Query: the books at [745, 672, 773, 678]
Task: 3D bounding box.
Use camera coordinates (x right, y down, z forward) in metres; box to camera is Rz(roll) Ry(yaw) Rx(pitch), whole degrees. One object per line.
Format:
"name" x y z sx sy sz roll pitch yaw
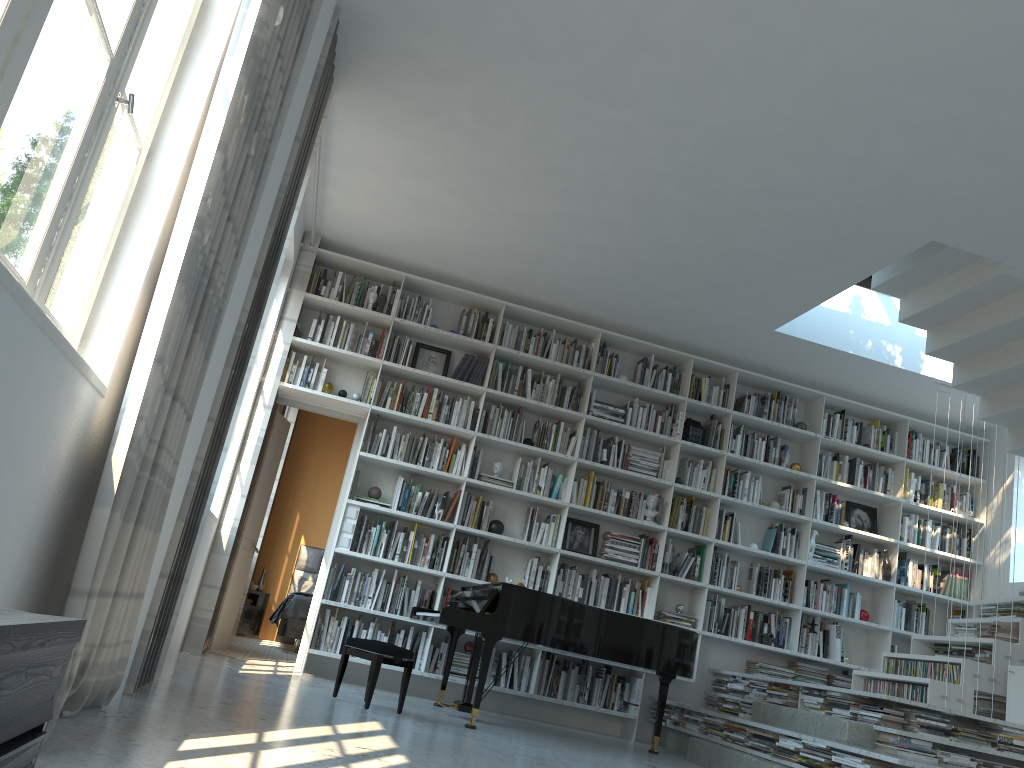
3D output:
"books" 2.104 2.400 7.250 0.346 0.007 0.194 14 -17 -5

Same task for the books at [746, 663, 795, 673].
"books" 2.121 2.333 7.279 0.346 0.007 0.194 14 -17 -8

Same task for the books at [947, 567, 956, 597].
"books" 3.840 1.762 7.832 0.033 0.293 0.169 15 -16 -10

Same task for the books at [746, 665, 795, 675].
"books" 2.118 2.347 7.275 0.346 0.007 0.194 14 -17 -8

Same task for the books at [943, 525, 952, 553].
"books" 3.863 1.409 7.925 0.012 0.282 0.152 15 -16 -10

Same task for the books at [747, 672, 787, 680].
"books" 2.105 2.394 7.255 0.308 0.008 0.195 14 -17 -6

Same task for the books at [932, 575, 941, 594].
"books" 3.680 1.769 7.771 0.024 0.180 0.191 15 -16 -10

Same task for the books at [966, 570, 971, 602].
"books" 3.987 1.798 7.849 0.018 0.292 0.169 15 -16 -10

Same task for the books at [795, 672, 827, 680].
"books" 2.437 2.413 7.344 0.285 0.007 0.160 15 -17 -10

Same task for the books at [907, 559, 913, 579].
"books" 3.439 1.669 7.759 0.022 0.264 0.157 15 -16 -10

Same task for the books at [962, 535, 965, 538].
"books" 4.007 1.482 7.972 0.024 0.229 0.131 15 -16 -10

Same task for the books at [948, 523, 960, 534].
"books" 3.963 1.417 7.965 0.013 0.329 0.140 15 -16 -10

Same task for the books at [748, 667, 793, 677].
"books" 2.117 2.359 7.264 0.308 0.008 0.195 14 -17 -5

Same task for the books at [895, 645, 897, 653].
"books" 3.166 2.311 7.448 0.030 0.237 0.152 15 -16 -10

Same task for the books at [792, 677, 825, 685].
"books" 2.431 2.450 7.324 0.254 0.007 0.161 16 -17 -14

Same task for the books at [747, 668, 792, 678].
"books" 2.110 2.368 7.274 0.308 0.008 0.195 15 -17 -10

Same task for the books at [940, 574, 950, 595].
"books" 3.758 1.781 7.805 0.089 0.216 0.167 15 -16 -10

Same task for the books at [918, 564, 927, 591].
"books" 3.563 1.710 7.773 0.022 0.246 0.181 15 -16 -10

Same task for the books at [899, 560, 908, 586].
"books" 3.382 1.662 7.736 0.022 0.242 0.171 15 -16 -10

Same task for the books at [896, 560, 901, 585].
"books" 3.333 1.660 7.753 0.066 0.236 0.144 15 -16 -10

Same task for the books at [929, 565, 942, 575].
"books" 3.707 1.737 7.815 0.026 0.277 0.170 15 -16 -10

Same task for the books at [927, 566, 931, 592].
"books" 3.625 1.728 7.804 0.012 0.253 0.161 15 -16 -10

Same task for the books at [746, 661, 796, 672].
"books" 2.124 2.319 7.283 0.346 0.007 0.194 16 -17 -12

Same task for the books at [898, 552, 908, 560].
"books" 3.402 1.634 7.767 0.012 0.321 0.142 15 -16 -10

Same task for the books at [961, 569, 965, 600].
"books" 3.932 1.786 7.849 0.018 0.292 0.169 15 -16 -10

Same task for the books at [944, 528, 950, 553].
"books" 3.840 1.420 7.925 0.025 0.252 0.160 15 -16 -10

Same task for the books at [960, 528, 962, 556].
"books" 3.972 1.441 7.953 0.013 0.282 0.149 15 -16 -10

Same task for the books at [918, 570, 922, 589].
"books" 3.509 1.722 7.751 0.023 0.188 0.170 15 -16 -10

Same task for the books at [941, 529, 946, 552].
"books" 3.811 1.423 7.929 0.028 0.236 0.146 15 -16 -10

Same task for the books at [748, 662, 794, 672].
"books" 2.122 2.326 7.281 0.308 0.008 0.195 14 -17 -8

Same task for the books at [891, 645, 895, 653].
"books" 3.145 2.307 7.441 0.014 0.233 0.183 15 -16 -10

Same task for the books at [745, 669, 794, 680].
"books" 2.108 2.381 7.265 0.346 0.007 0.194 16 -17 -12

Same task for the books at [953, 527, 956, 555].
"books" 3.895 1.423 7.923 0.028 0.267 0.174 15 -16 -10

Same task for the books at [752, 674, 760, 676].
"books" 2.102 2.408 7.251 0.308 0.008 0.195 16 -17 -14

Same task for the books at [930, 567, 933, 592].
"books" 3.641 1.736 7.809 0.025 0.248 0.134 15 -16 -10

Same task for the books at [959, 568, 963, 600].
"books" 3.916 1.781 7.842 0.018 0.292 0.169 15 -16 -10

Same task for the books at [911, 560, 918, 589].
"books" 3.479 1.678 7.754 0.056 0.260 0.177 15 -16 -10

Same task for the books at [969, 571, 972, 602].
"books" 4.001 1.805 7.862 0.018 0.292 0.169 15 -16 -10

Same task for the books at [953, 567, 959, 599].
"books" 3.866 1.764 7.823 0.018 0.292 0.169 15 -16 -10

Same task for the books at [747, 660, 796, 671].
"books" 2.125 2.312 7.286 0.346 0.007 0.194 14 -17 -8

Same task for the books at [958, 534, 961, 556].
"books" 3.937 1.461 7.933 0.025 0.219 0.178 15 -16 -10

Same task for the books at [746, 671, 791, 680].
"books" 2.105 2.388 7.262 0.308 0.008 0.195 14 -17 -8

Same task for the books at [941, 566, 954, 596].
"books" 3.804 1.754 7.825 0.072 0.290 0.169 15 -16 -10

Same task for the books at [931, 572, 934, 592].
"books" 3.655 1.762 7.810 0.014 0.206 0.138 15 -16 -10

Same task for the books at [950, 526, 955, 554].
"books" 3.875 1.414 7.923 0.013 0.276 0.188 15 -16 -10

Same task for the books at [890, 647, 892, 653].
"books" 3.110 2.309 7.437 0.031 0.214 0.165 15 -16 -10

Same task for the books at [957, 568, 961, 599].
"books" 3.898 1.777 7.843 0.018 0.292 0.169 15 -16 -10

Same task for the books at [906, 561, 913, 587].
"books" 3.417 1.670 7.741 0.026 0.245 0.181 15 -16 -10

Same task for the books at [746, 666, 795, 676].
"books" 2.117 2.353 7.271 0.346 0.007 0.194 16 -17 -13

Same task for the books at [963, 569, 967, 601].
"books" 3.951 1.790 7.848 0.018 0.292 0.169 15 -16 -10

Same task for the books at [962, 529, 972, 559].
"books" 4.047 1.453 7.957 0.042 0.291 0.186 15 -16 -10

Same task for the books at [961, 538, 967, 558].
"books" 3.987 1.483 7.930 0.029 0.194 0.192 15 -16 -10

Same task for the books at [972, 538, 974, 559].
"books" 4.070 1.496 7.954 0.021 0.218 0.184 15 -16 -10

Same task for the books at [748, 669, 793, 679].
"books" 2.111 2.373 7.259 0.308 0.008 0.195 17 -17 -15

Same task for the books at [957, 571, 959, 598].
"books" 3.881 1.772 7.840 0.018 0.292 0.169 15 -16 -10

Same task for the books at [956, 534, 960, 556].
"books" 3.915 1.456 7.918 0.025 0.211 0.189 15 -16 -10

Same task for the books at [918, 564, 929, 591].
"books" 3.585 1.713 7.789 0.029 0.258 0.172 15 -16 -10

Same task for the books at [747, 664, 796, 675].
"books" 2.121 2.338 7.269 0.346 0.007 0.194 17 -17 -15

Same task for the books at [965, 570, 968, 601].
"books" 3.967 1.796 7.856 0.018 0.292 0.169 15 -16 -10
